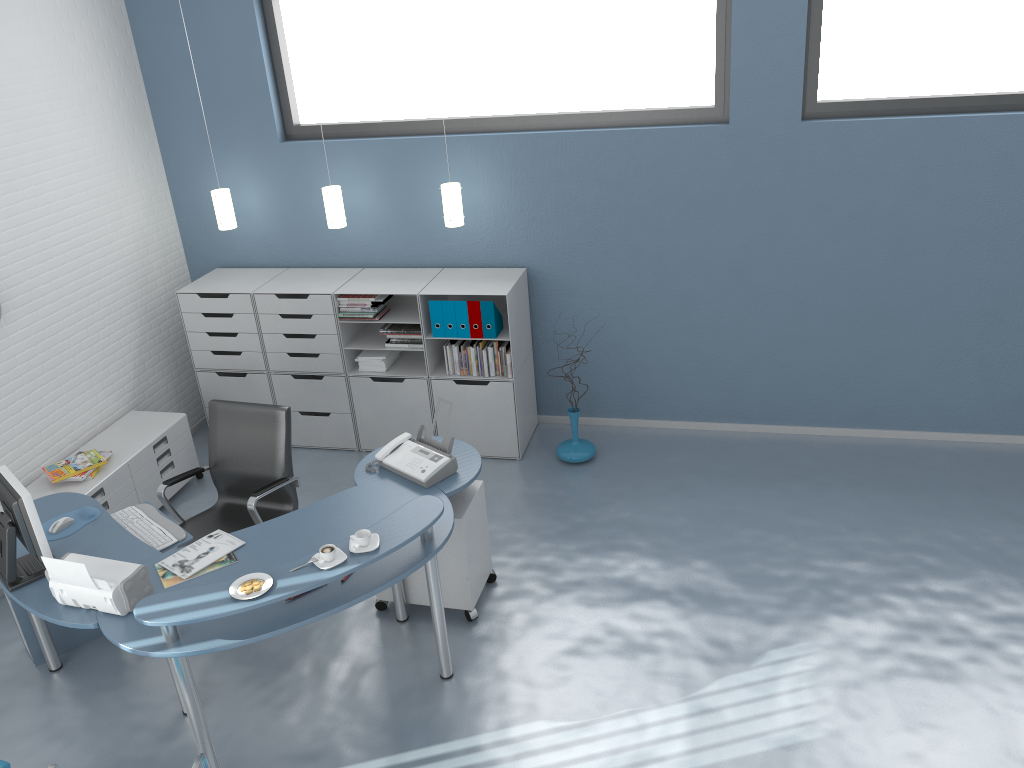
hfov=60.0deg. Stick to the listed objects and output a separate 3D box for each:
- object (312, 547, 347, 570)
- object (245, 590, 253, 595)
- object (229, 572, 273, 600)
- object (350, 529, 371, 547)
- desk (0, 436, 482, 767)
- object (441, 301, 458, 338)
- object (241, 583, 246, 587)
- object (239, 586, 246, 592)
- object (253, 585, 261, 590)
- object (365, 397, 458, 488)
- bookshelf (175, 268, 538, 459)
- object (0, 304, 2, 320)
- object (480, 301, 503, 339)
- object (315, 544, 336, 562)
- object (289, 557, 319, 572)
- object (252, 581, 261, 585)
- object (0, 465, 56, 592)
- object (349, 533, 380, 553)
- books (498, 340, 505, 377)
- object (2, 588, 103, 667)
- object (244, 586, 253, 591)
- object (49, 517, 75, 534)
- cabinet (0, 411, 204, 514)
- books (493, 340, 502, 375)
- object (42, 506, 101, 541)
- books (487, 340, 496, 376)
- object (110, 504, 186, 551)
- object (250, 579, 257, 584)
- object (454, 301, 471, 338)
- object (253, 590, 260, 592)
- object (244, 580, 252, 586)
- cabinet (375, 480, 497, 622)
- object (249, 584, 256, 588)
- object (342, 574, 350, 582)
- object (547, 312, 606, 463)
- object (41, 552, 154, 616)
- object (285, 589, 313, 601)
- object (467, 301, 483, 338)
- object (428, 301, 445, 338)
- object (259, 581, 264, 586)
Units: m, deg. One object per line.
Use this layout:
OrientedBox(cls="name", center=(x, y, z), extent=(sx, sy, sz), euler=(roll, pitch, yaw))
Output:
OrientedBox(cls="object", center=(-0.701, 0.673, 3.408), extent=(0.119, 0.016, 0.119), euler=(-22, 30, -33))
OrientedBox(cls="object", center=(-0.968, 0.764, 3.262), extent=(0.027, 0.005, 0.025), euler=(-22, 30, -33))
OrientedBox(cls="object", center=(-0.966, 0.752, 3.285), extent=(0.162, 0.011, 0.162), euler=(-19, 28, -28))
OrientedBox(cls="object", center=(-0.587, 0.605, 3.477), extent=(0.078, 0.049, 0.062), euler=(13, 30, 33))
OrientedBox(cls="desk", center=(-1.175, 0.957, 3.975), extent=(2.282, 0.900, 1.402), euler=(-9, 25, -8))
OrientedBox(cls="object", center=(-0.368, -0.440, 5.606), extent=(0.082, 0.247, 0.181), euler=(2, 25, 15))
OrientedBox(cls="object", center=(-0.996, 0.747, 3.305), extent=(0.027, 0.005, 0.025), euler=(-12, 25, -15))
OrientedBox(cls="object", center=(-0.994, 0.758, 3.279), extent=(0.027, 0.005, 0.025), euler=(-20, 28, -29))
OrientedBox(cls="object", center=(-0.941, 0.751, 3.274), extent=(0.025, 0.005, 0.027), euler=(-7, 25, -4))
OrientedBox(cls="object", center=(-0.462, 0.267, 4.267), extent=(0.405, 0.280, 0.399), euler=(18, 33, 41))
OrientedBox(cls="bookshelf", center=(-1.033, -0.169, 6.099), extent=(2.294, 1.141, 0.521), euler=(2, 25, 15))
OrientedBox(cls="object", center=(-2.816, -0.386, 4.670), extent=(0.041, 0.277, 0.279), euler=(2, 25, 15))
OrientedBox(cls="object", center=(-0.125, -0.432, 5.543), extent=(0.082, 0.247, 0.181), euler=(2, 25, 15))
OrientedBox(cls="object", center=(-0.710, 0.652, 3.399), extent=(0.078, 0.049, 0.062), euler=(-2, 25, 6))
OrientedBox(cls="object", center=(-0.793, 0.687, 3.386), extent=(0.119, 0.021, 0.025), euler=(-17, 27, -25))
OrientedBox(cls="object", center=(-0.951, 0.740, 3.301), extent=(0.027, 0.005, 0.025), euler=(-2, 25, 7))
OrientedBox(cls="object", center=(-2.061, 0.601, 3.673), extent=(0.212, 0.417, 0.365), euler=(-25, 31, -36))
OrientedBox(cls="object", center=(-0.579, 0.629, 3.483), extent=(0.119, 0.016, 0.119), euler=(-7, 25, -5))
OrientedBox(cls="books", center=(-0.055, -0.170, 5.657), extent=(0.022, 0.198, 0.157), euler=(2, 25, 15))
OrientedBox(cls="object", center=(-2.235, 1.091, 4.458), extent=(0.471, 0.422, 0.199), euler=(-23, 30, -35))
OrientedBox(cls="object", center=(-0.972, 0.753, 3.276), extent=(0.027, 0.005, 0.025), euler=(4, 26, 19))
OrientedBox(cls="object", center=(-2.057, 0.636, 4.047), extent=(0.054, 0.035, 0.115), euler=(7, 27, 24))
OrientedBox(cls="cabinet", center=(-2.439, 0.658, 5.366), extent=(0.447, 0.484, 1.259), euler=(2, 25, 14))
OrientedBox(cls="books", center=(-0.080, -0.189, 5.665), extent=(0.032, 0.229, 0.138), euler=(2, 25, 15))
OrientedBox(cls="object", center=(-2.050, 0.629, 4.081), extent=(0.213, 0.026, 0.285), euler=(8, 28, 26))
OrientedBox(cls="books", center=(-0.116, -0.174, 5.671), extent=(0.040, 0.203, 0.157), euler=(2, 25, 15))
OrientedBox(cls="object", center=(-1.718, 0.670, 4.092), extent=(0.478, 0.028, 0.276), euler=(19, 34, 42))
OrientedBox(cls="object", center=(-0.966, 0.738, 3.318), extent=(0.027, 0.005, 0.025), euler=(-12, 26, -15))
OrientedBox(cls="object", center=(-0.287, -0.438, 5.585), extent=(0.082, 0.247, 0.181), euler=(2, 25, 15))
OrientedBox(cls="object", center=(-0.942, 0.757, 3.272), extent=(0.025, 0.005, 0.027), euler=(-10, 25, -11))
OrientedBox(cls="object", center=(-0.982, 0.741, 3.303), extent=(0.025, 0.005, 0.027), euler=(-17, 27, -25))
OrientedBox(cls="cabinet", center=(-0.411, 0.820, 4.489), extent=(0.559, 0.605, 0.383), euler=(3, 26, 16))
OrientedBox(cls="object", center=(-0.965, 0.749, 3.293), extent=(0.027, 0.005, 0.025), euler=(-4, 25, 1))
OrientedBox(cls="object", center=(-0.632, 0.738, 3.597), extent=(0.011, 0.010, 0.200), euler=(6, 27, 23))
OrientedBox(cls="object", center=(0.425, 0.039, 5.591), extent=(0.357, 0.972, 0.312), euler=(-9, 25, -8))
OrientedBox(cls="object", center=(-1.647, 0.742, 3.462), extent=(0.392, 0.273, 0.197), euler=(4, 26, 19))
OrientedBox(cls="object", center=(-0.805, 0.809, 3.470), extent=(0.178, 0.013, 0.013), euler=(-22, 29, -32))
OrientedBox(cls="object", center=(-0.206, -0.435, 5.564), extent=(0.082, 0.247, 0.181), euler=(2, 25, 15))
OrientedBox(cls="object", center=(-0.448, -0.443, 5.627), extent=(0.082, 0.247, 0.181), euler=(2, 25, 15))
OrientedBox(cls="object", center=(-0.937, 0.743, 3.302), extent=(0.025, 0.005, 0.027), euler=(-3, 25, 5))
